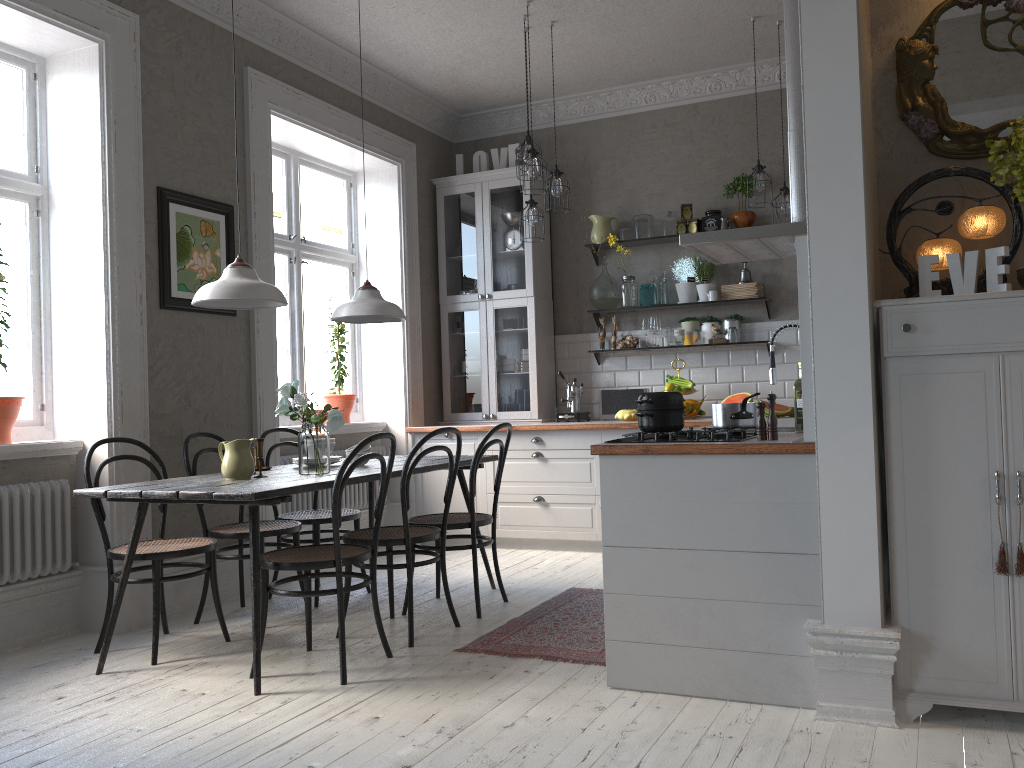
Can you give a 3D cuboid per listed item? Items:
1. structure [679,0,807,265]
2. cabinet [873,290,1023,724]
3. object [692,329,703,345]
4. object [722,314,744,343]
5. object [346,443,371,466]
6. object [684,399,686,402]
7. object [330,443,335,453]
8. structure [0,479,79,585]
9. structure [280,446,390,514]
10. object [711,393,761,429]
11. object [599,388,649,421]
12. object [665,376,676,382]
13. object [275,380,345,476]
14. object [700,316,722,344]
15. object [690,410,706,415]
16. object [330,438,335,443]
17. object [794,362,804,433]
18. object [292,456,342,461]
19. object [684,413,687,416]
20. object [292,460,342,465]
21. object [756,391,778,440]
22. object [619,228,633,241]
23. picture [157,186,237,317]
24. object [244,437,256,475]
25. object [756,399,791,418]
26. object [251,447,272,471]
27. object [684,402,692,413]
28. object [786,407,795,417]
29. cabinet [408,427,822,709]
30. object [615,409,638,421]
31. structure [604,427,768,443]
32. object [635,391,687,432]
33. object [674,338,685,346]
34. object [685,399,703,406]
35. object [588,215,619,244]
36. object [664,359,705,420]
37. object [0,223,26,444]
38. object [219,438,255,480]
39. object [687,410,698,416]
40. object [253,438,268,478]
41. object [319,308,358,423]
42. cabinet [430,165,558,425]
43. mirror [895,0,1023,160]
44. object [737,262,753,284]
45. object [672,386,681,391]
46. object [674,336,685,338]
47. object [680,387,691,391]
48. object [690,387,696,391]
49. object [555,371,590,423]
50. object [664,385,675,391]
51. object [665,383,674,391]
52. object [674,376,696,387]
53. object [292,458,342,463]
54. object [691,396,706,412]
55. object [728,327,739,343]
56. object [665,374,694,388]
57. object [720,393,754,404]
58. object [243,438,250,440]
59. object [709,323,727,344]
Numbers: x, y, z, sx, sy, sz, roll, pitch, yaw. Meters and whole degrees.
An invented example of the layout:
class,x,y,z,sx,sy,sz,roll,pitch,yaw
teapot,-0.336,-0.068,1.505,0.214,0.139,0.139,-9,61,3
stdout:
class,x,y,z,sx,sy,sz,roll,pitch,yaw
structure,1.228,-1.450,4.307,0.701,1.595,0.723,-2,-1,25
cabinet,1.510,0.377,2.750,0.655,1.297,0.390,-2,-1,25
object,1.316,-0.330,6.280,0.077,0.108,0.079,-2,-1,18
object,1.570,-0.388,6.264,0.156,0.213,0.155,-2,-1,23
object,-0.753,0.341,4.345,0.122,0.119,0.130,-3,-1,41
object,1.214,0.153,6.220,0.084,0.093,0.088,-2,-1,21
object,-0.967,0.342,4.393,0.177,0.094,0.181,-2,-1,16
structure,-2.320,0.649,3.573,0.146,0.428,1.242,-2,-1,24
structure,-1.200,0.659,5.893,0.146,0.428,1.242,-2,-1,24
object,0.894,0.102,3.382,0.178,0.134,0.298,-1,-1,-30
object,0.811,0.150,6.369,0.346,0.226,0.089,-2,-1,24
object,1.106,-0.039,6.173,0.073,0.058,0.051,-2,-1,1
object,-0.867,0.187,3.844,0.307,0.414,0.255,-2,-1,23
object,1.418,-0.383,6.323,0.150,0.214,0.170,-1,-1,-35
object,1.274,0.197,6.193,0.055,0.044,0.213,-1,-1,-26
object,-0.968,0.322,4.394,0.177,0.094,0.181,-2,-1,16
object,1.165,0.054,3.506,0.088,0.282,0.083,-2,-1,25
object,-0.966,0.378,4.393,0.242,0.027,0.232,-1,-2,-42
object,1.176,0.215,6.108,0.070,0.065,0.070,-1,-2,-44
object,-0.965,0.395,4.393,0.232,0.027,0.242,-3,-2,43
object,0.876,0.109,3.044,0.072,0.167,0.036,-2,-1,24
object,0.844,-1.090,6.540,0.101,0.111,0.105,-2,-1,25
picture,-1.653,-0.683,4.681,0.019,0.619,0.529,-2,-1,26
object,-1.200,0.322,3.978,0.095,0.172,0.096,-2,-1,6
object,1.684,0.159,5.691,0.223,0.127,0.149,-2,-1,7
object,-1.225,0.358,4.256,0.139,0.112,0.140,-2,-1,7
object,1.193,0.162,6.102,0.089,0.078,0.087,-1,-1,-39
object,1.850,0.183,5.811,0.202,0.073,0.119,-2,-1,-12
cabinet,0.785,0.662,4.942,2.014,0.854,4.139,-2,-1,-18
object,0.811,0.216,6.143,0.194,0.083,0.192,-2,-1,25
structure,0.685,0.190,3.380,0.488,0.031,0.615,-2,-1,25
object,0.551,0.103,3.282,0.189,0.147,0.193,-2,-1,5
object,1.189,-0.297,6.276,0.076,0.051,0.078,-2,-1,18
object,1.265,0.132,6.151,0.125,0.056,0.060,-2,-1,17
object,0.674,-1.138,6.553,0.187,0.216,0.177,-3,-1,39
object,1.164,0.037,6.171,0.349,0.425,0.354,-2,-1,10
object,-2.306,-0.229,3.901,0.275,0.991,0.265,-1,-1,-26
object,-1.168,0.317,3.752,0.151,0.170,0.134,-2,-1,-14
object,1.236,0.206,6.074,0.069,0.051,0.089,-2,-1,-17
object,-1.082,0.317,3.805,0.058,0.167,0.060,-3,-1,38
object,-1.215,-0.132,6.178,0.265,0.813,0.254,-1,-1,-38
cabinet,-0.119,-0.634,6.814,0.865,1.921,0.394,-2,-1,24
mirror,1.574,-1.060,2.979,0.524,0.593,0.072,-2,-1,24
object,1.629,-0.837,6.186,0.130,0.287,0.131,-2,-1,10
object,1.134,0.046,6.123,0.062,0.061,0.067,-2,-1,25
object,1.189,-0.314,6.276,0.076,0.051,0.078,-2,-1,18
object,1.199,0.046,6.132,0.075,0.062,0.100,-2,-1,-2
object,1.249,0.042,6.143,0.051,0.050,0.050,-3,-1,34
object,0.421,0.092,6.448,0.202,0.370,0.359,-2,-1,25
object,1.110,0.042,6.201,0.095,0.078,0.102,-2,-1,12
object,1.090,0.025,6.127,0.058,0.069,0.080,-3,-2,44
object,1.220,-0.011,6.193,0.090,0.096,0.177,-1,-2,-45
object,-0.965,0.386,4.393,0.239,0.027,0.236,-2,-1,-7
object,1.287,0.138,6.133,0.128,0.120,0.060,-1,-1,-42
object,1.538,-0.340,6.151,0.077,0.108,0.079,-2,-1,18
object,1.164,-0.020,6.142,0.207,0.101,0.068,-3,-1,31
object,1.474,0.145,5.842,0.222,0.174,0.231,-1,-2,-43
object,-1.177,0.319,3.888,0.063,0.172,0.060,-1,-1,-44
object,1.447,-0.352,6.212,0.119,0.147,0.100,-2,-1,-7
